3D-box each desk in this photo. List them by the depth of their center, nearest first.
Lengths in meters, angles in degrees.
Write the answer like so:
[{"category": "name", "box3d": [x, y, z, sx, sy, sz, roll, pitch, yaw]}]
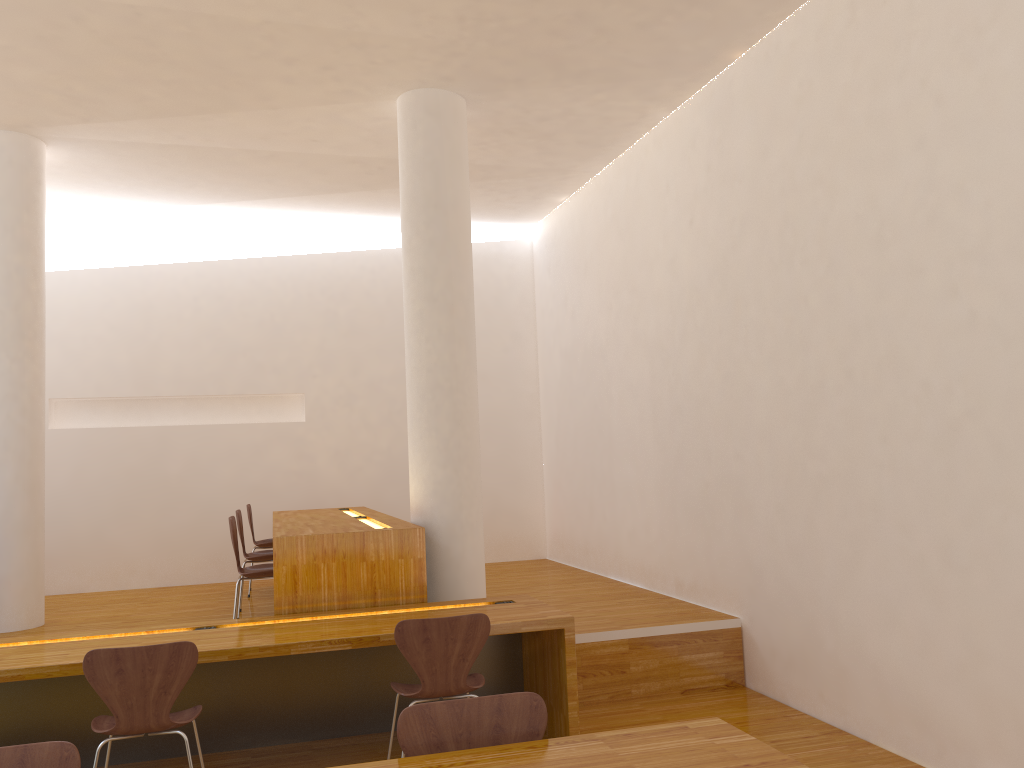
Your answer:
[{"category": "desk", "box3d": [-0.835, 1.299, 1.249, 3.236, 0.918, 1.285, -1, -5, -15]}, {"category": "desk", "box3d": [-1.344, 1.401, 3.857, 3.185, 0.606, 0.760, -1, -5, -15]}, {"category": "desk", "box3d": [-1.216, 1.207, 5.986, 0.760, 0.606, 3.185, -1, -5, -15]}]

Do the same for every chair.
[{"category": "chair", "box3d": [-1.132, 1.158, 1.820, 0.428, 0.693, 0.381, -1, -5, -15]}, {"category": "chair", "box3d": [-0.042, 1.133, 2.076, 0.428, 0.693, 0.381, -1, -5, -15]}, {"category": "chair", "box3d": [-1.375, 1.308, 3.351, 0.428, 0.693, 0.381, -1, -5, -15]}, {"category": "chair", "box3d": [-0.305, 1.290, 3.681, 0.428, 0.693, 0.381, -1, -5, -15]}, {"category": "chair", "box3d": [-1.383, 1.084, 4.968, 0.381, 0.693, 0.428, -1, -5, -15]}, {"category": "chair", "box3d": [-1.634, 1.179, 5.902, 0.381, 0.693, 0.428, -1, -5, -15]}, {"category": "chair", "box3d": [-1.887, 1.289, 6.987, 0.381, 0.693, 0.428, -1, -5, -15]}]
